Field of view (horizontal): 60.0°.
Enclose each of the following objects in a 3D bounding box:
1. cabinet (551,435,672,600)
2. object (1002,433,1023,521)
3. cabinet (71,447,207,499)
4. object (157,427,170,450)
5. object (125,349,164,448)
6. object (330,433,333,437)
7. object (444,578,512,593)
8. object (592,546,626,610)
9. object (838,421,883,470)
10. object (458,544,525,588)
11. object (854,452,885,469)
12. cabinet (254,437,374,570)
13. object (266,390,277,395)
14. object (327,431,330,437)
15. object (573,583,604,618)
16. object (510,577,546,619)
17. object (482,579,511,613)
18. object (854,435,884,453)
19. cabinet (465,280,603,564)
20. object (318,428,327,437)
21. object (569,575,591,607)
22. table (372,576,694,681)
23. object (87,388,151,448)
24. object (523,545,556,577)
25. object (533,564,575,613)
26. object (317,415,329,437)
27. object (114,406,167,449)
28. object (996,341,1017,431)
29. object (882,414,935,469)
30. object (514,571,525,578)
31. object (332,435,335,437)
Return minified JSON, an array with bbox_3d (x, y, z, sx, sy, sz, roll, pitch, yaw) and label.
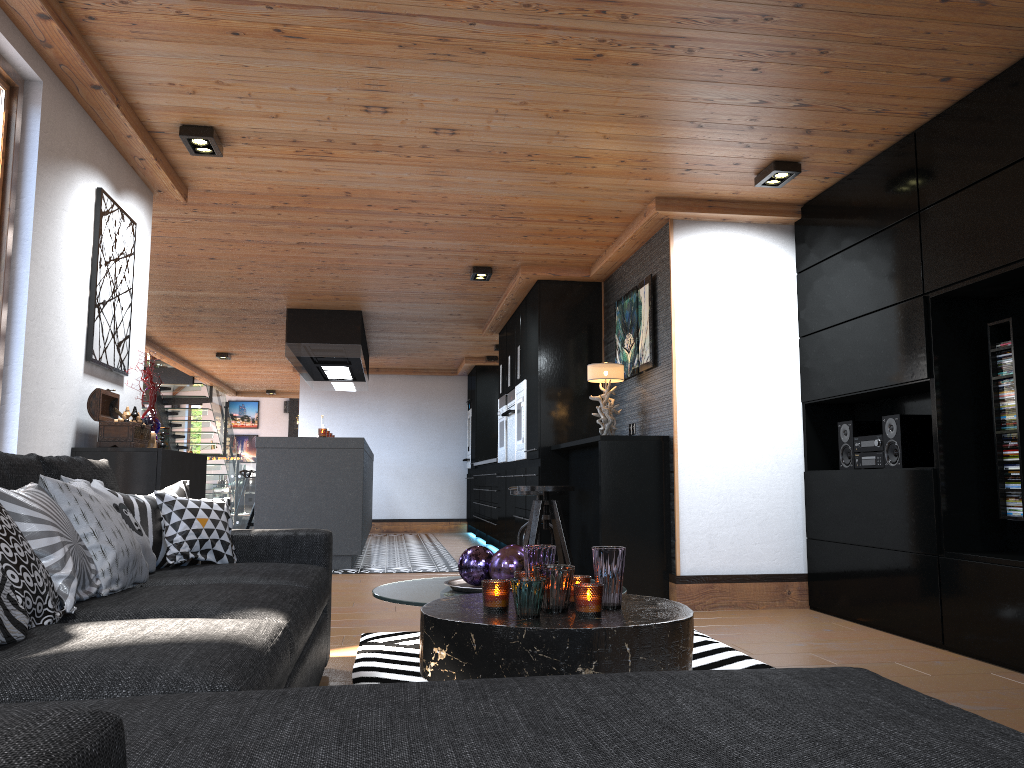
[{"bbox_3d":[0.620,0.895,5.994,0.431,1.011,1.617,1,-7,-8],"label":"cabinet"},{"bbox_3d":[2.179,0.384,3.743,0.125,0.379,0.124,1,-7,-8],"label":"object"},{"bbox_3d":[-1.725,0.552,4.165,0.359,0.469,0.950,1,-7,-8],"label":"cabinet"},{"bbox_3d":[-1.803,0.288,4.517,0.109,0.135,0.096,2,-7,-18],"label":"object"},{"bbox_3d":[-1.752,0.073,4.259,0.152,0.505,0.323,1,-7,-9],"label":"object"},{"bbox_3d":[-1.733,0.505,8.356,0.078,0.081,0.080,-5,-8,36],"label":"object"},{"bbox_3d":[-0.045,0.715,3.151,0.393,0.022,0.396,-1,-6,10],"label":"object"},{"bbox_3d":[0.269,0.537,2.456,0.095,0.168,0.093,5,-9,-37],"label":"object"},{"bbox_3d":[1.959,0.341,4.892,0.266,0.266,0.155,1,-7,-9],"label":"object"},{"bbox_3d":[-0.032,0.648,3.149,0.287,0.143,0.261,3,-7,-25],"label":"object"},{"bbox_3d":[1.992,0.404,4.657,0.259,0.088,0.284,1,-6,-8],"label":"object"},{"bbox_3d":[-2.021,1.255,9.738,0.892,1.105,4.776,1,-6,-8],"label":"cabinet"},{"bbox_3d":[-4.393,0.146,16.178,0.156,0.068,0.260,1,-6,-8],"label":"object"},{"bbox_3d":[-1.683,0.465,7.997,0.078,0.081,0.080,-5,-8,36],"label":"object"},{"bbox_3d":[0.199,0.563,2.307,0.079,0.081,0.079,-1,-7,7],"label":"object"},{"bbox_3d":[0.042,0.553,2.287,0.092,0.099,0.093,-4,-8,28],"label":"object"},{"bbox_3d":[-0.043,0.574,2.401,0.079,0.081,0.079,-1,-7,7],"label":"object"},{"bbox_3d":[1.987,0.318,4.667,0.271,0.088,0.284,1,-6,-8],"label":"object"},{"bbox_3d":[0.012,0.642,10.013,0.545,2.384,6.397,1,-6,-8],"label":"cabinet"},{"bbox_3d":[-1.633,0.425,7.638,0.078,0.081,0.080,-5,-8,36],"label":"object"},{"bbox_3d":[0.185,0.585,2.509,0.079,0.081,0.079,-1,-7,7],"label":"object"},{"bbox_3d":[-0.004,0.848,2.824,0.899,0.372,1.516,1,-6,-7],"label":"table"},{"bbox_3d":[-1.733,0.154,3.934,0.210,0.271,0.285,1,-7,-8],"label":"object"},{"bbox_3d":[0.077,0.542,2.508,0.095,0.168,0.093,5,-9,-37],"label":"object"},{"bbox_3d":[0.114,0.553,2.394,0.114,0.122,0.112,4,-8,-32],"label":"object"},{"bbox_3d":[-2.353,0.616,11.053,0.227,0.453,0.224,1,-7,-8],"label":"object"},{"bbox_3d":[-1.671,0.197,3.993,0.202,0.197,0.354,0,-7,3],"label":"object"},{"bbox_3d":[2.180,0.007,3.790,0.125,0.380,0.124,1,-7,-8],"label":"object"},{"bbox_3d":[2.021,0.292,4.445,0.266,0.266,0.155,1,-7,-9],"label":"object"},{"bbox_3d":[0.045,0.599,2.627,0.079,0.081,0.079,-1,-7,7],"label":"object"},{"bbox_3d":[-1.782,0.544,8.715,0.078,0.081,0.080,-5,-8,36],"label":"object"}]
